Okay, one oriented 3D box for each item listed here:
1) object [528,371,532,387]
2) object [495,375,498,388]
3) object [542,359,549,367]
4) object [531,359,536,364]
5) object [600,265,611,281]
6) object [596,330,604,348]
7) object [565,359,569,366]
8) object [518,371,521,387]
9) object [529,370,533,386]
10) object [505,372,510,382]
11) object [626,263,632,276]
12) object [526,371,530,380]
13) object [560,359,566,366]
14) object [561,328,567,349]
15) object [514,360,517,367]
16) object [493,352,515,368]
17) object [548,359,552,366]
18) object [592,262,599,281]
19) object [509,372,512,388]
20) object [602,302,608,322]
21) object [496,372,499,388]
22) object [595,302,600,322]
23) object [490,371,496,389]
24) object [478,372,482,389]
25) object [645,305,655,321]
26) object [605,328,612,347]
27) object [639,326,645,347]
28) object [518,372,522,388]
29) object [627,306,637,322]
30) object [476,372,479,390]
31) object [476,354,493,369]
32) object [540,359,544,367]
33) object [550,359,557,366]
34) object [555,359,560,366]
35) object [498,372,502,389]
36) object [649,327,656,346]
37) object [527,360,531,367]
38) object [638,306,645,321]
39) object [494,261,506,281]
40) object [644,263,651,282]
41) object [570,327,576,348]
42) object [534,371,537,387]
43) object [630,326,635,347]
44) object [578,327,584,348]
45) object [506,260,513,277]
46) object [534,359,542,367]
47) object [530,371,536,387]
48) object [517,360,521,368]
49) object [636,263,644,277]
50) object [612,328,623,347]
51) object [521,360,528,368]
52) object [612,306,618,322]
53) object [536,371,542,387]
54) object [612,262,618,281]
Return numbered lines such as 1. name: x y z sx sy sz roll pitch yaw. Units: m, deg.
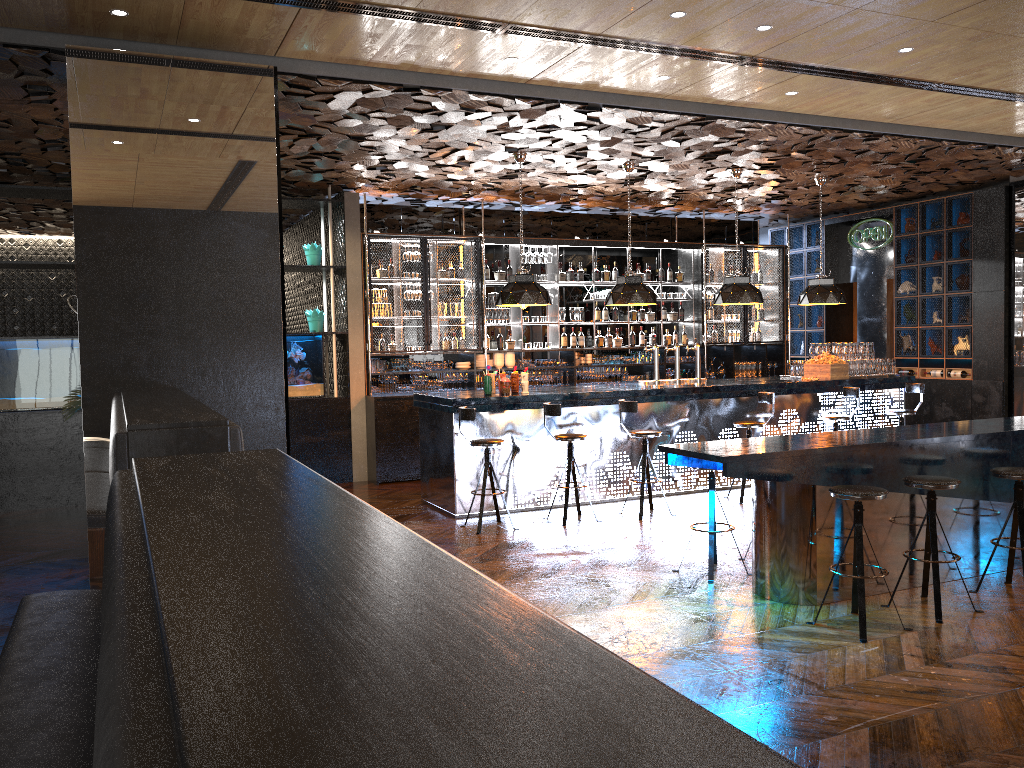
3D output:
1. object: 0.239 -0.072 12.203 0.084 0.216 0.084 -3 3 -31
2. object: -0.213 -0.053 12.059 0.082 0.213 0.082 0 3 26
3. object: 0.460 -0.290 12.216 0.093 0.099 0.093 -2 3 -7
4. object: 0.296 -0.291 12.321 0.109 0.100 0.109 -4 4 -41
5. object: 1.338 -1.581 12.727 0.151 0.248 0.094 -2 3 -20
6. object: 1.254 -0.643 12.725 0.151 0.248 0.094 -3 3 -35
7. object: 0.740 -0.301 12.357 0.095 0.096 0.095 -1 3 0
8. object: 0.095 -0.073 12.292 0.084 0.216 0.084 -1 3 15
9. object: 0.262 -0.080 12.367 0.084 0.216 0.084 -1 3 -1
10. object: -0.064 -0.050 11.932 0.082 0.213 0.082 -1 3 5
11. object: 1.705 -1.623 12.898 0.086 0.298 0.086 0 3 25
12. object: 0.203 -0.063 12.045 0.084 0.216 0.084 -3 3 -36
13. object: 0.705 -0.296 12.263 0.095 0.096 0.095 1 4 40
14. object: 0.733 -0.646 12.499 0.086 0.299 0.086 0 3 25
15. object: 0.064 -0.281 12.233 0.100 0.100 0.089 -2 3 -17
16. object: -0.106 -0.324 11.989 0.309 0.216 0.149 -3 3 -26
17. object: 0.525 -0.295 12.308 0.093 0.099 0.093 1 3 37
18. object: 1.191 -1.593 12.661 0.083 0.282 0.083 -3 4 -39
19. object: -0.003 -0.058 12.055 0.082 0.213 0.082 -4 4 -45
20. object: 1.342 -1.039 12.785 0.086 0.298 0.086 0 3 25
21. object: -0.179 -0.050 11.979 0.082 0.213 0.082 -3 3 -32
22. object: 1.220 -1.031 12.702 0.086 0.299 0.086 0 3 25
23. object: -0.250 -0.052 11.875 0.073 0.229 0.073 -3 3 -35
24. object: -0.440 -0.046 11.850 0.073 0.229 0.073 -3 3 -35
25. object: 2.030 -1.055 13.043 0.123 0.279 0.123 -2 3 -10
26. object: 1.394 -0.668 12.788 0.083 0.282 0.083 -2 3 -24
27. object: 1.905 -0.698 13.024 0.086 0.298 0.086 0 3 25
28. object: 0.117 -0.058 12.009 0.082 0.213 0.082 -1 3 6
29. object: 1.758 -1.029 12.936 0.151 0.248 0.094 -3 3 -35
30. object: -0.466 -0.041 11.761 0.073 0.229 0.073 -3 3 -35
31. object: -0.401 -0.302 11.894 0.306 0.195 0.300 -2 3 -23
32. object: 0.416 -0.293 12.315 0.093 0.099 0.093 -3 3 -37
33. object: 0.572 -0.292 12.214 0.093 0.099 0.093 -1 3 -5
34. object: 0.639 -0.298 12.348 0.095 0.096 0.095 -2 3 -24
35. object: -0.145 -0.047 11.895 0.082 0.213 0.082 -1 3 5
36. object: 2.075 -0.697 13.092 0.083 0.282 0.083 -3 4 -39
37. object: 0.219 -0.278 12.108 0.089 0.100 0.100 -1 3 12
38. object: 1.898 -1.053 12.999 0.083 0.282 0.083 -2 3 -24
39. object: -0.166 -1.530 12.041 0.123 0.279 0.123 -3 3 -35
40. object: 1.984 -1.627 13.015 0.083 0.282 0.083 -2 3 -24
41. object: 0.867 -0.655 12.586 0.086 0.298 0.086 0 3 25
42. object: 0.314 -0.076 12.244 0.084 0.216 0.084 0 3 18
43. object: 1.753 -0.690 12.920 0.086 0.297 0.086 -1 3 10
44. object: 0.985 -0.658 12.613 0.086 0.298 0.086 0 3 25
45. object: -0.032 -1.548 12.119 0.086 0.299 0.086 0 3 25
46. object: 0.361 -0.286 12.176 0.109 0.100 0.109 -4 4 -41
47. object: 0.290 -0.067 12.082 0.084 0.216 0.084 -2 3 -9
48. object: 0.113 -0.277 12.124 0.089 0.100 0.100 1 4 38
49. object: 1.842 -1.618 12.937 0.123 0.279 0.123 -3 3 -35
50. object: 1.526 -0.670 12.832 0.123 0.279 0.123 -2 3 -10
51. object: 0.166 -0.273 12.024 0.100 0.100 0.089 -2 3 -19
52. object: 1.492 -1.043 12.821 0.086 0.297 0.086 0 3 25
53. object: 0.372 -0.071 12.120 0.084 0.216 0.084 0 3 18
54. object: 1.488 -1.613 12.809 0.086 0.298 0.086 0 3 25
